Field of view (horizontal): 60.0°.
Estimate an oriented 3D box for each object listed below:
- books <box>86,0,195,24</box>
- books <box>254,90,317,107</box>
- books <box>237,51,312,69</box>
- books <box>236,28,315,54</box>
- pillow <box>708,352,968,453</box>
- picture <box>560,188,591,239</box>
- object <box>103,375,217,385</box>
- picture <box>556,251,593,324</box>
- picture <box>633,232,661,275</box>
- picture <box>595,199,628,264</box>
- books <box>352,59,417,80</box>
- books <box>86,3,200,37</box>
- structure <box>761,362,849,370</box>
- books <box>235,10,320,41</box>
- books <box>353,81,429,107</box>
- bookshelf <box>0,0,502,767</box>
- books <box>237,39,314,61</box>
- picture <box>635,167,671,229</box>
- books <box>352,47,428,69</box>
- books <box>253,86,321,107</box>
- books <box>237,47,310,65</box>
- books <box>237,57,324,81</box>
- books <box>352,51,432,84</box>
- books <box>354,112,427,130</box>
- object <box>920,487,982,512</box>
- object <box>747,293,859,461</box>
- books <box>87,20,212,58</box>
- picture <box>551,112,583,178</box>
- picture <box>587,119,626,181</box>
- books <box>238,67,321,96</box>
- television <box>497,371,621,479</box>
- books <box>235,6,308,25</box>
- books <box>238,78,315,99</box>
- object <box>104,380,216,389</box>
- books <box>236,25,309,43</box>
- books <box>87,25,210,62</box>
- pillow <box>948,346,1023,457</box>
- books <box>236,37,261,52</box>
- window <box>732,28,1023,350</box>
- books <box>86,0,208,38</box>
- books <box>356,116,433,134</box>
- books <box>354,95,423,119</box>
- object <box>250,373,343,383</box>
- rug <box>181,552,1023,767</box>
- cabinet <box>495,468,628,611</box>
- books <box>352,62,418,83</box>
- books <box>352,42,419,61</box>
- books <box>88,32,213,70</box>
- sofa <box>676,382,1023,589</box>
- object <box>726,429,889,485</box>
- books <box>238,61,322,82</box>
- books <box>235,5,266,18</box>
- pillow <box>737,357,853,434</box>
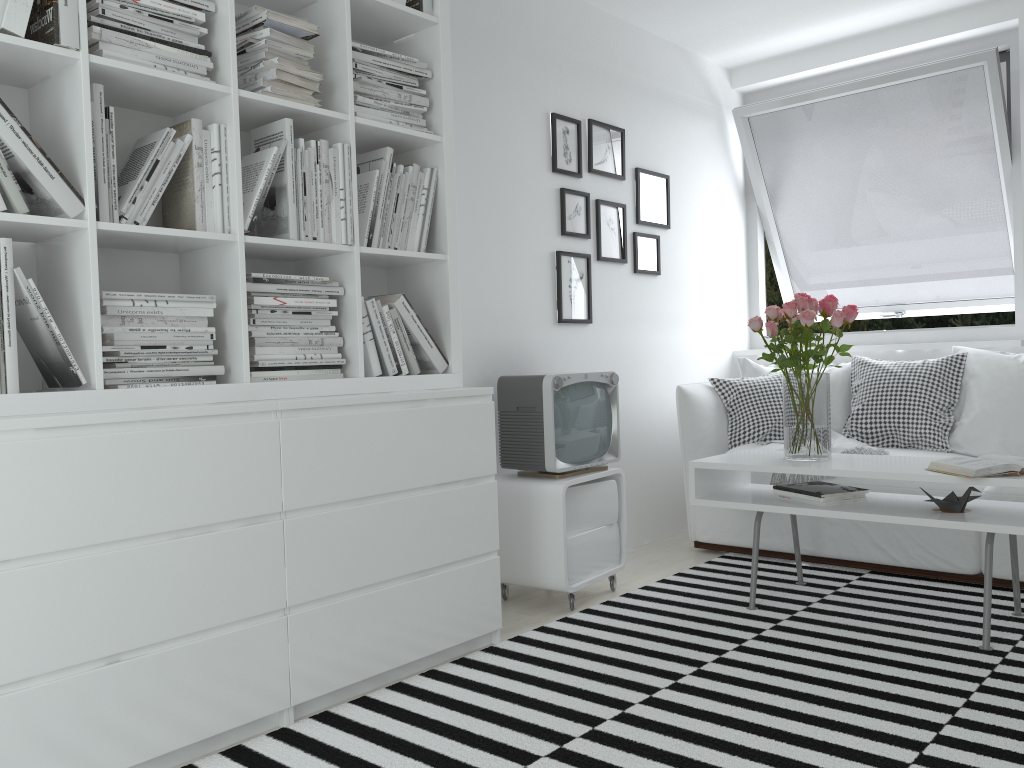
[{"bbox_3d":[-0.944,-0.911,2.202,0.256,0.013,0.161,-3,2,-44],"label":"books"},{"bbox_3d":[-0.715,-0.775,2.513,0.288,0.016,0.182,-1,2,41],"label":"books"},{"bbox_3d":[-0.724,-0.889,2.533,0.263,0.017,0.167,-1,2,36],"label":"books"},{"bbox_3d":[-0.722,-0.945,2.518,0.273,0.021,0.174,-1,2,31],"label":"books"},{"bbox_3d":[2.020,0.094,3.619,2.488,0.513,0.676,-1,2,43],"label":"pillow"},{"bbox_3d":[0.278,-0.740,3.858,0.018,0.202,0.196,-1,2,41],"label":"picture"},{"bbox_3d":[-0.913,-0.009,2.224,0.159,0.012,0.285,-1,2,41],"label":"object"},{"bbox_3d":[0.272,-0.416,3.846,0.019,0.306,0.232,-1,2,41],"label":"picture"},{"bbox_3d":[0.654,-0.628,4.288,0.017,0.194,0.218,-1,2,41],"label":"picture"},{"bbox_3d":[0.458,-0.696,4.064,0.018,0.274,0.225,-1,2,41],"label":"picture"},{"bbox_3d":[-0.445,-0.968,2.789,0.161,0.013,0.254,-1,2,41],"label":"books"},{"bbox_3d":[-0.938,-0.887,2.212,0.161,0.012,0.254,-1,2,41],"label":"books"},{"bbox_3d":[1.954,0.214,4.386,1.655,0.660,0.206,-1,2,41],"label":"structure"},{"bbox_3d":[-0.717,-0.981,2.520,0.331,0.025,0.176,-1,2,41],"label":"books"},{"bbox_3d":[-0.433,-0.894,2.800,0.296,0.028,0.180,-3,2,-44],"label":"books"},{"bbox_3d":[-0.760,-0.341,2.343,0.440,2.416,1.595,-1,2,41],"label":"bookshelf"},{"bbox_3d":[-0.714,-0.917,2.519,0.285,0.012,0.159,-1,2,41],"label":"books"},{"bbox_3d":[0.690,-0.903,4.332,0.019,0.266,0.290,-1,2,41],"label":"picture"},{"bbox_3d":[-0.429,-1.007,2.791,0.285,0.012,0.159,-3,2,-39],"label":"books"},{"bbox_3d":[-0.710,-0.791,2.528,0.288,0.016,0.182,-1,2,36],"label":"books"},{"bbox_3d":[-0.726,-0.904,2.522,0.254,0.012,0.161,-1,2,31],"label":"books"},{"bbox_3d":[-0.708,-0.873,2.538,0.288,0.016,0.182,-1,2,31],"label":"books"},{"bbox_3d":[-0.437,-0.987,2.797,0.331,0.025,0.176,-3,2,-44],"label":"books"},{"bbox_3d":[-0.434,-0.807,2.803,0.182,0.016,0.288,-1,2,41],"label":"books"},{"bbox_3d":[1.406,0.361,2.851,0.194,0.088,0.186,-1,2,30],"label":"object"},{"bbox_3d":[1.046,-0.029,3.173,0.327,0.599,0.350,-3,2,-29],"label":"object"},{"bbox_3d":[-0.966,-0.838,2.241,0.251,0.012,0.312,-1,2,42],"label":"books"},{"bbox_3d":[0.237,-1.023,3.814,0.018,0.248,0.196,-1,2,41],"label":"picture"},{"bbox_3d":[0.433,-1.063,4.037,0.021,0.236,0.275,-1,2,41],"label":"picture"},{"bbox_3d":[-0.712,-0.834,2.523,0.296,0.028,0.180,-1,2,31],"label":"books"},{"bbox_3d":[0.188,0.146,3.342,0.273,0.374,0.414,-1,2,41],"label":"television"},{"bbox_3d":[-0.722,-1.000,2.510,0.159,0.012,0.285,-3,2,-44],"label":"books"},{"bbox_3d":[-0.715,-0.810,2.525,0.273,0.021,0.174,-1,2,41],"label":"books"},{"bbox_3d":[-0.905,0.003,2.239,0.161,0.012,0.254,-1,2,41],"label":"object"},{"bbox_3d":[-0.726,-0.963,2.528,0.254,0.013,0.161,-1,2,36],"label":"books"},{"bbox_3d":[-0.961,-0.825,2.234,0.232,0.014,0.308,-1,2,39],"label":"books"},{"bbox_3d":[2.116,0.086,3.721,0.599,0.505,0.391,-1,2,41],"label":"pillow"},{"bbox_3d":[-0.736,-0.929,2.527,0.161,0.013,0.256,-3,2,-44],"label":"books"},{"bbox_3d":[1.367,-0.869,7.720,12.055,8.137,4.514,-1,2,41],"label":"window"},{"bbox_3d":[-0.936,-0.900,2.225,0.159,0.012,0.285,-1,2,41],"label":"books"},{"bbox_3d":[-0.418,-0.792,2.796,0.288,0.016,0.182,-3,2,-44],"label":"books"},{"bbox_3d":[-0.448,-0.857,2.807,0.182,0.016,0.288,-1,2,36],"label":"books"},{"bbox_3d":[-0.681,-0.016,2.547,0.232,0.014,0.314,-1,2,40],"label":"object"},{"bbox_3d":[0.776,0.816,2.371,1.846,0.004,4.362,-1,2,41],"label":"rug"},{"bbox_3d":[0.172,0.572,3.373,0.350,0.477,0.467,-1,2,35],"label":"cabinet"},{"bbox_3d":[-0.448,-0.953,2.789,0.167,0.017,0.263,-1,2,41],"label":"books"},{"bbox_3d":[-0.443,-1.019,2.783,0.254,0.012,0.161,-3,2,-44],"label":"books"},{"bbox_3d":[-0.957,-0.811,2.238,0.232,0.014,0.314,-1,2,40],"label":"books"},{"bbox_3d":[2.003,0.358,3.596,2.647,0.768,0.917,-1,2,41],"label":"sofa"},{"bbox_3d":[1.404,0.355,3.971,0.670,0.291,0.831,-1,2,40],"label":"object"},{"bbox_3d":[-0.700,-0.858,2.531,0.182,0.016,0.288,-3,2,-44],"label":"books"},{"bbox_3d":[-0.732,-1.013,2.523,0.254,0.012,0.161,-1,2,41],"label":"books"},{"bbox_3d":[1.419,0.104,4.363,0.617,0.491,0.321,-2,2,15],"label":"pillow"}]
